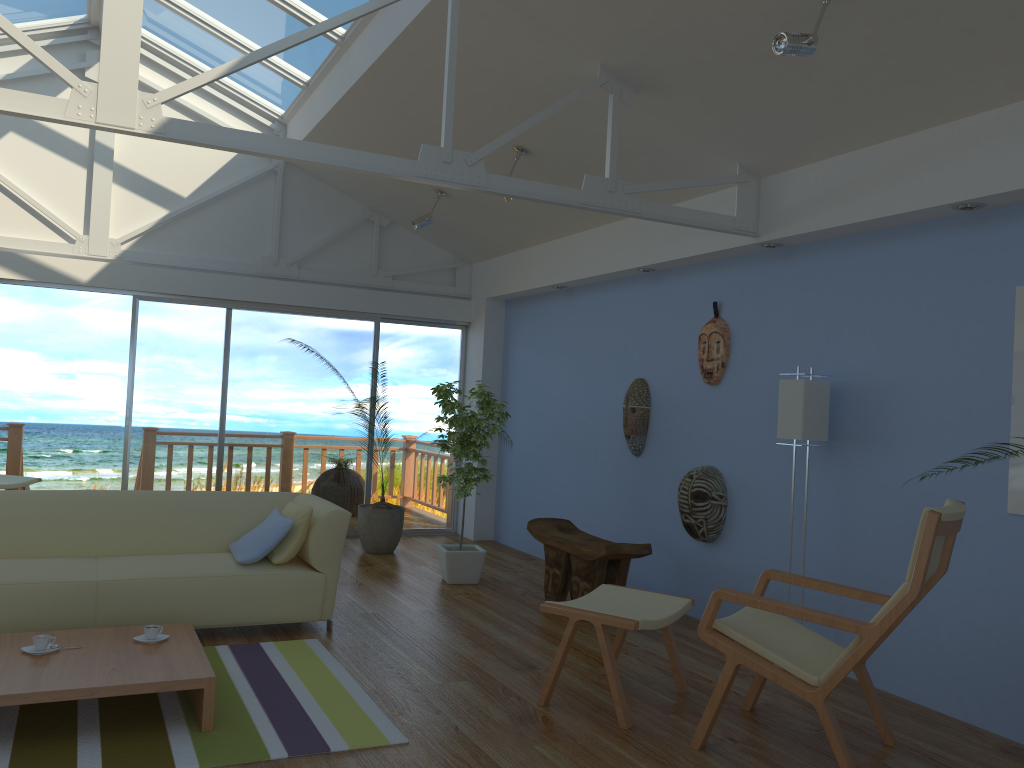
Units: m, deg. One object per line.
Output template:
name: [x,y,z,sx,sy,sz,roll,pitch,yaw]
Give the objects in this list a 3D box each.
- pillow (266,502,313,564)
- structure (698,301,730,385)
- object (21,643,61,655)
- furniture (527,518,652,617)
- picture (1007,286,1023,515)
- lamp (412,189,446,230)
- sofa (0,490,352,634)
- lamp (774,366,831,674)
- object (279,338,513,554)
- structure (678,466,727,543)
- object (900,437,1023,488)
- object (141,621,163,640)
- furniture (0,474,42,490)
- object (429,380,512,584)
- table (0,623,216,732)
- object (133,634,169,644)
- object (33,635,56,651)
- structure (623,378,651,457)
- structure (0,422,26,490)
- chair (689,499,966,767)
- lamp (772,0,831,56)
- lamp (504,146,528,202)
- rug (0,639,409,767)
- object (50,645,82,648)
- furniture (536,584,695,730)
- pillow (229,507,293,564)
pillow: [-1.253,0.788,4.848,0.201,0.311,0.559,4,-1,-26]
structure: [1.216,-0.248,5.396,0.063,0.508,0.264,4,-1,-26]
object: [-1.816,1.024,3.419,0.118,0.016,0.118,2,-1,30]
furniture: [0.438,1.148,5.468,0.329,0.507,1.100,4,-1,-25]
picture: [2.378,0.066,3.029,0.005,0.937,1.419,4,-1,-26]
lamp: [-0.647,-1.354,6.905,0.254,0.327,0.118,3,-1,-8]
sofa: [-2.143,0.891,4.576,2.448,0.597,0.950,4,-1,-26]
lamp: [1.454,0.671,4.495,0.200,1.520,0.200,4,-1,-26]
object: [-0.938,0.518,7.155,1.706,1.695,1.563,4,-2,-35]
structure: [1.109,0.725,5.352,0.185,0.466,0.359,4,-1,-26]
object: [1.752,0.535,1.561,1.563,1.695,1.706,3,-1,-5]
object: [-1.474,1.008,3.651,0.062,0.077,0.086,2,-2,34]
furniture: [-4.298,0.984,7.286,0.449,0.427,0.619,3,-1,19]
object: [-0.317,0.672,6.163,0.495,1.409,0.699,3,-1,17]
table: [-1.613,1.138,3.405,0.800,0.198,0.800,4,-1,-26]
object: [-1.481,1.046,3.642,0.118,0.016,0.118,3,-1,19]
object: [-1.813,1.000,3.427,0.062,0.049,0.078,3,-1,10]
structure: [0.825,0.227,6.080,0.115,0.541,0.254,4,-1,-26]
structure: [-4.339,1.290,8.902,6.950,2.064,4.086,4,-1,-26]
chair: [1.219,0.905,3.362,0.859,0.982,0.632,2,-2,34]
lamp: [1.102,-1.357,3.309,0.257,0.296,0.119,3,-1,-9]
lamp: [-0.007,-1.336,5.655,0.195,0.351,0.127,3,-1,-8]
rug: [-1.627,1.246,3.416,2.100,0.018,1.400,4,-1,-26]
object: [-1.737,1.023,3.458,0.119,0.021,0.025,4,-2,-35]
furniture: [0.460,1.154,3.860,0.449,0.427,0.619,2,-2,34]
pillow: [-1.372,0.818,4.802,0.272,0.244,0.566,3,-1,-24]
